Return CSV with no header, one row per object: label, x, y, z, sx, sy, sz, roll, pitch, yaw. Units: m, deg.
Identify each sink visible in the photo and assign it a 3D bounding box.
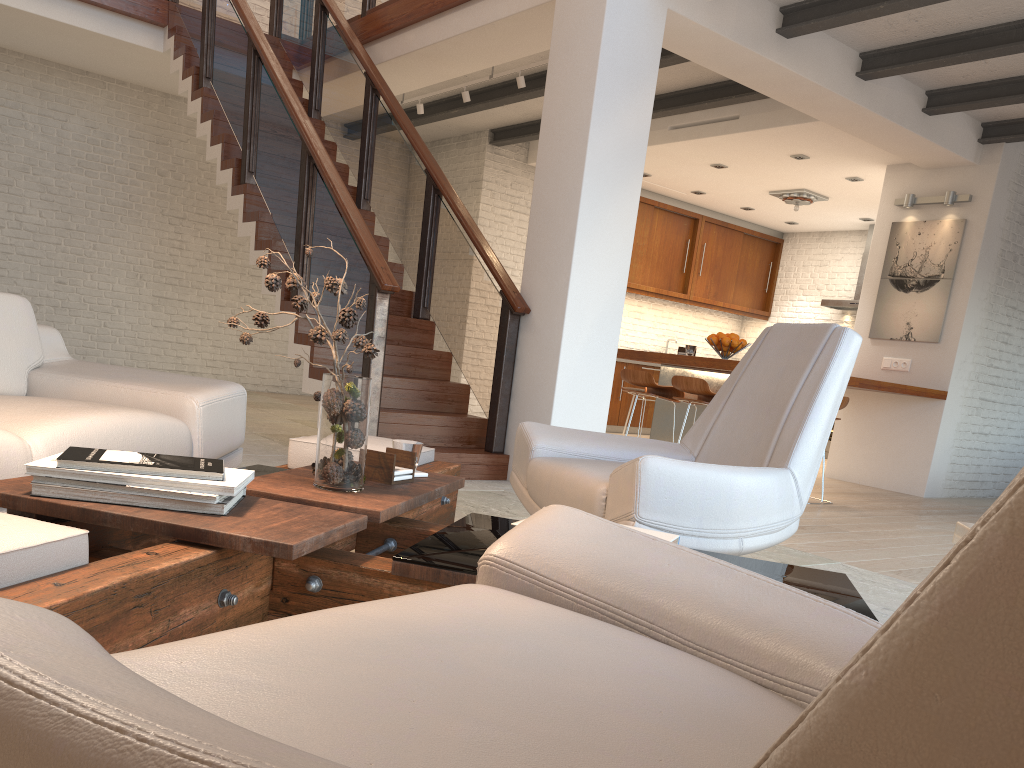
sink,2.352,-0.331,11.423,0.860,0.440,0.503,4,7,-38

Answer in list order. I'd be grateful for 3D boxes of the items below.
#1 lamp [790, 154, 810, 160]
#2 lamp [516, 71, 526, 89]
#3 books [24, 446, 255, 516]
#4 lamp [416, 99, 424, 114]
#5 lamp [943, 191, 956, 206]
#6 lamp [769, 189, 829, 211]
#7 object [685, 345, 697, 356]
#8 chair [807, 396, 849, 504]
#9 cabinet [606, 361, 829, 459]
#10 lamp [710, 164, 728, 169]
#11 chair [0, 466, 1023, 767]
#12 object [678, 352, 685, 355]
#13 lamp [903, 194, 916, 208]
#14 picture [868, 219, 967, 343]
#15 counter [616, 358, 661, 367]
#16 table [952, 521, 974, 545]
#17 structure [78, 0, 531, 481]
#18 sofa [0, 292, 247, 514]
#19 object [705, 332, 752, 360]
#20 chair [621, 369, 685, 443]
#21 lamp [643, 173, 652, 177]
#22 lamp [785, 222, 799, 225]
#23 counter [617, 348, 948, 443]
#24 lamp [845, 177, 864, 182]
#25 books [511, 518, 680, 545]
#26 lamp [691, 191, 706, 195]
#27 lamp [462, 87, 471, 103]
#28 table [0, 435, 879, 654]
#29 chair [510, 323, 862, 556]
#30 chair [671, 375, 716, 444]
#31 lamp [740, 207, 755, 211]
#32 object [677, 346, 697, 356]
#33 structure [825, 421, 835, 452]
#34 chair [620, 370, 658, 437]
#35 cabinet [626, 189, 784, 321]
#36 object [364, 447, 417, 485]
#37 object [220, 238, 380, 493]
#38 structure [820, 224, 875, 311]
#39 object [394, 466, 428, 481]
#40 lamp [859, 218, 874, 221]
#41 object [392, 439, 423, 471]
lamp,2.591,-2.057,7.832,0.124,0.056,0.120,4,5,-38
lamp,0.069,-2.306,6.634,0.086,0.132,0.059,1,12,-35
books,-0.750,0.193,1.783,0.402,0.076,0.244,7,3,-6
lamp,-0.815,-2.455,7.749,0.059,0.132,0.084,11,10,22
lamp,3.648,-1.545,7.264,0.080,0.107,0.077,6,9,-10
lamp,3.070,-1.947,9.377,0.451,0.175,0.439,5,4,-38
object,1.433,-0.267,7.006,0.091,0.087,0.089,1,9,-41
chair,2.144,0.452,6.323,0.404,0.796,0.410,-1,12,-38
cabinet,3.098,-0.616,10.445,4.744,2.911,2.224,8,8,16
lamp,2.033,-2.152,8.540,0.124,0.056,0.120,4,5,-38
chair,0.137,0.264,0.795,0.964,1.025,1.021,12,9,36
object,1.412,-0.235,7.094,0.206,0.035,0.280,6,3,-38
lamp,3.435,-1.581,7.535,0.080,0.107,0.077,6,9,-10
picture,3.505,-0.891,7.574,0.020,1.043,0.636,-2,13,-38
counter,2.910,-0.088,10.123,3.342,0.072,3.434,6,2,-38
table,1.247,0.621,1.910,0.492,0.518,0.485,9,7,12
structure,0.440,-1.481,5.690,13.890,4.248,9.899,5,4,-38
sofa,-1.846,0.078,2.486,1.137,0.774,2.290,8,3,12
object,1.684,-0.288,6.835,0.363,0.228,0.358,9,5,17
chair,1.030,0.293,6.865,0.422,0.796,0.393,0,12,-37
lamp,1.410,-2.257,9.329,0.124,0.056,0.120,4,5,-38
lamp,3.521,-2.042,10.967,0.124,0.056,0.120,4,5,-38
counter,2.153,0.341,7.373,2.503,0.944,1.643,5,5,-38
lamp,3.296,-1.986,8.379,0.124,0.056,0.120,4,5,-38
books,0.193,0.359,1.988,0.323,0.058,0.252,8,3,22
lamp,2.114,-2.185,9.875,0.124,0.056,0.120,4,5,-38
lamp,-0.378,-2.382,7.201,0.086,0.132,0.059,1,12,-35
table,-0.212,0.467,2.067,1.958,0.440,2.169,8,2,13
chair,0.617,0.250,3.042,0.976,1.043,0.996,4,8,-21
chair,1.353,0.347,6.456,0.422,0.796,0.393,0,12,-37
lamp,2.818,-2.114,10.422,0.124,0.056,0.120,4,5,-38
object,1.434,-0.259,7.155,0.094,0.084,0.111,2,7,-38
structure,4.015,0.547,10.822,0.501,0.592,0.652,1,9,-38
chair,1.119,0.279,7.621,0.404,0.796,0.410,-1,12,-38
cabinet,2.154,-1.607,10.998,3.350,1.196,0.447,5,10,-38
object,-0.333,0.223,2.377,0.093,0.084,0.113,10,6,24
object,-0.504,-0.060,2.160,0.536,0.623,0.311,10,10,22
structure,4.369,-1.400,10.493,0.458,1.018,0.959,-1,11,-38
object,-0.385,0.237,2.485,0.268,0.035,0.246,8,2,24
lamp,4.144,-1.937,10.178,0.124,0.056,0.120,4,5,-38
object,-0.305,0.208,2.515,0.090,0.087,0.089,8,7,11
